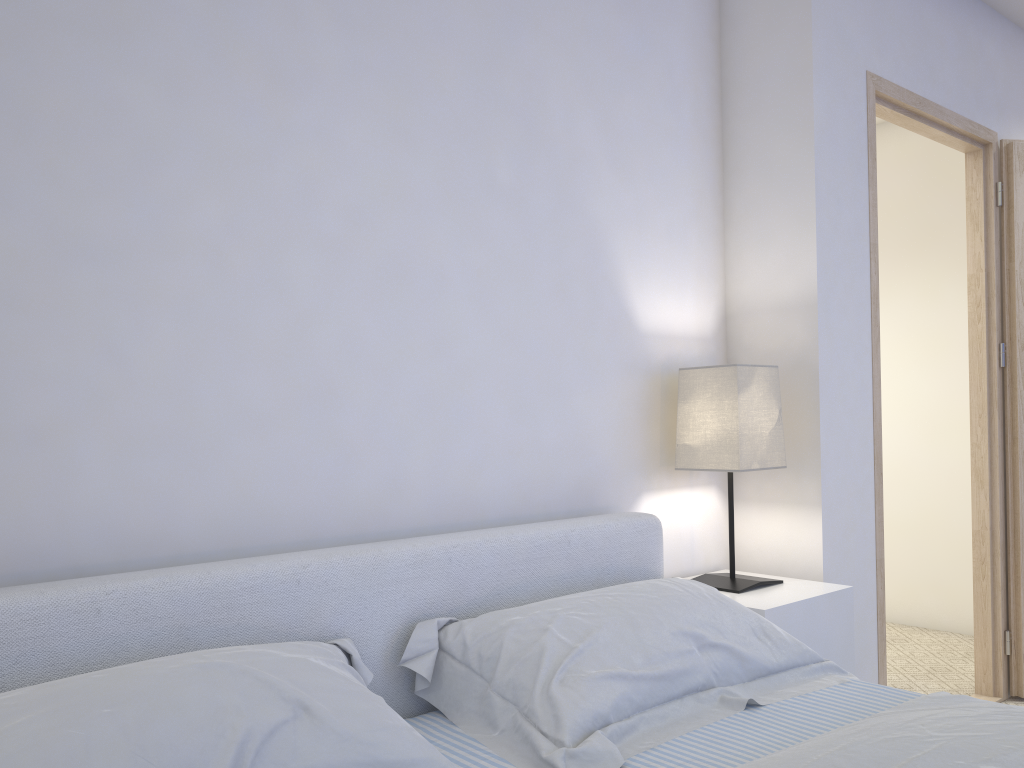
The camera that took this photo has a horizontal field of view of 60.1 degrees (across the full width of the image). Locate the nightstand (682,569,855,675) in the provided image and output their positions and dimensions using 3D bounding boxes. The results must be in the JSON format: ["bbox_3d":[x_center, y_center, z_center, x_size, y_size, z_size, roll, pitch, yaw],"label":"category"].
[{"bbox_3d":[-0.205,0.822,1.634,2.549,0.600,0.400,1,-2,-40],"label":"nightstand"}]

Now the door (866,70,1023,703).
[{"bbox_3d":[1.789,0.113,3.115,1.782,2.056,0.360,-1,0,-23],"label":"door"}]

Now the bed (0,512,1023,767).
[{"bbox_3d":[0.358,0.677,1.073,1.968,0.815,2.022,0,-3,-41],"label":"bed"}]

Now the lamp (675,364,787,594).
[{"bbox_3d":[0.585,0.245,2.371,0.210,0.583,0.210,-1,0,-40],"label":"lamp"}]
